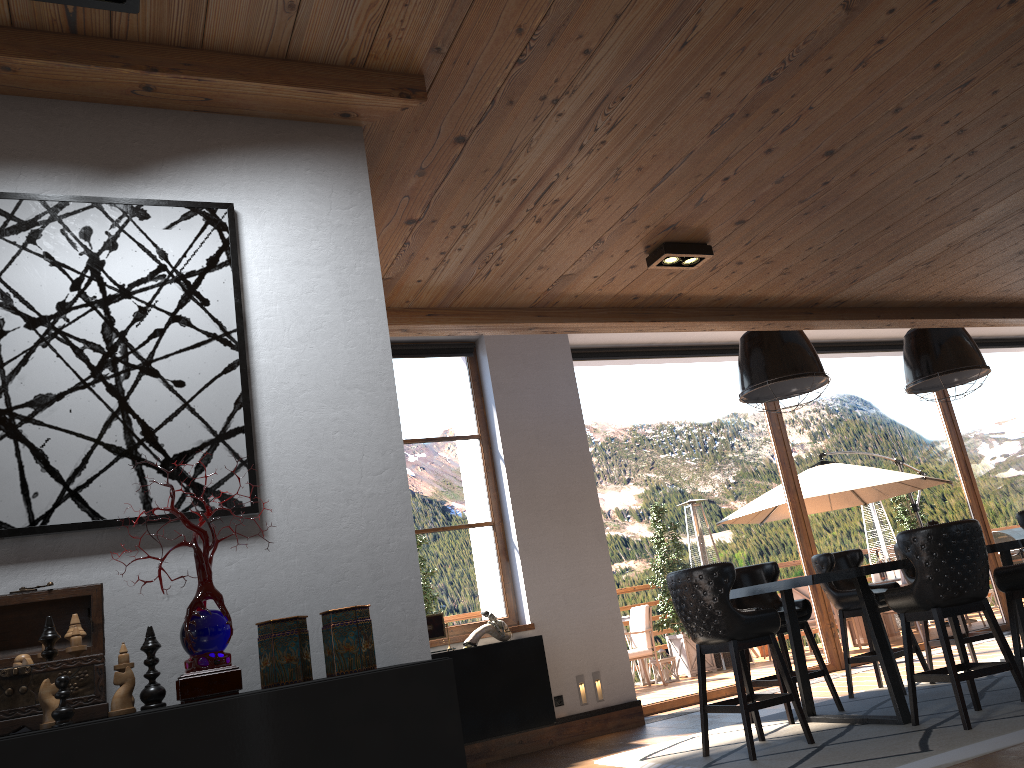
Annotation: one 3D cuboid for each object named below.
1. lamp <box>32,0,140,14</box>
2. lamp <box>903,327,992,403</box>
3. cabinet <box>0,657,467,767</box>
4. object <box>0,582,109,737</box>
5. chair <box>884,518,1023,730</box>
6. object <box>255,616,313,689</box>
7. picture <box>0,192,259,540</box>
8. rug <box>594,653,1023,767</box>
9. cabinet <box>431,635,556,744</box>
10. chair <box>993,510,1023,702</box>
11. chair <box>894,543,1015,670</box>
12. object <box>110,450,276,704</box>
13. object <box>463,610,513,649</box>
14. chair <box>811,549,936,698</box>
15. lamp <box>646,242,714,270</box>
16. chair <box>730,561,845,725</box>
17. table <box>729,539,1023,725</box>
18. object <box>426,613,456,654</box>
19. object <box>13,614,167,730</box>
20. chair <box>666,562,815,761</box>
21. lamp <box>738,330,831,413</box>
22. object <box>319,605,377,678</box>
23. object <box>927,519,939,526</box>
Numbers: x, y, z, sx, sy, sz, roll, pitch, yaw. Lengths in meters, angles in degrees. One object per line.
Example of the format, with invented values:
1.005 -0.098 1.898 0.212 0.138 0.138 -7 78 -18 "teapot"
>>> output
-0.917 -0.867 1.844 0.263 0.068 0.153 -2 -17 -25 "lamp"
2.960 -2.112 7.356 0.616 4.696 0.625 -15 -17 18 "lamp"
-0.582 0.829 1.616 0.964 0.469 0.353 -2 -18 -25 "cabinet"
-0.909 0.503 1.639 0.289 0.271 0.207 -2 -18 -25 "object"
2.505 1.356 5.022 0.507 1.095 0.563 -5 -17 -16 "chair"
-0.476 0.560 1.855 0.096 0.135 0.108 -11 -16 5 "object"
-0.893 -0.067 1.993 0.568 0.783 0.020 -2 -18 -25 "picture"
3.549 2.043 6.091 5.686 0.047 2.521 -2 -17 -25 "rug"
-0.635 2.369 6.610 1.884 0.657 0.397 -2 -18 -25 "cabinet"
3.276 1.296 5.324 0.510 1.095 0.560 4 -21 -40 "chair"
3.493 1.773 7.105 0.507 1.095 0.563 -5 -17 -16 "chair"
-0.633 0.373 1.787 0.328 0.506 0.150 -2 -18 -26 "object"
-0.208 1.912 6.963 0.178 0.263 0.505 -20 -18 31 "object"
2.719 1.815 6.808 0.510 1.095 0.560 4 -21 -40 "chair"
0.738 -0.570 3.916 0.263 0.068 0.153 -2 -17 -25 "lamp"
1.860 1.836 6.349 0.509 1.095 0.561 -2 -18 -26 "chair"
3.159 1.641 6.129 3.833 0.952 1.412 -2 -17 -25 "table"
-0.703 1.907 6.695 0.505 0.288 0.148 -2 -18 -25 "object"
-0.828 0.513 1.592 0.357 0.197 0.201 -6 -16 -14 "object"
1.301 1.623 5.251 0.574 1.095 0.498 -2 -18 -26 "chair"
1.509 -2.052 6.667 0.616 4.696 0.625 -15 -17 18 "lamp"
-0.345 0.541 1.870 0.098 0.135 0.107 1 -19 -34 "object"
2.979 1.113 6.366 0.218 0.254 0.117 -18 -18 25 "object"
